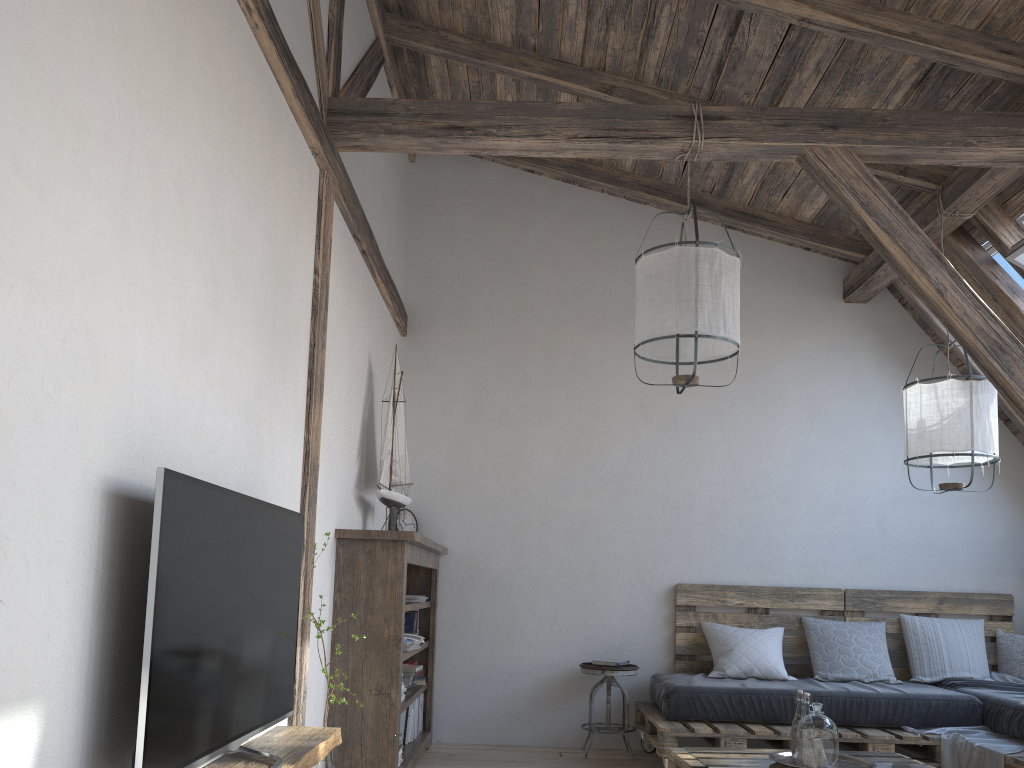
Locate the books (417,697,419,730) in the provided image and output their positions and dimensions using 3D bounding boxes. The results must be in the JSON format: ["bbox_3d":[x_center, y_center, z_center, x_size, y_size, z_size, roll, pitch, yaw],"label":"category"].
[{"bbox_3d":[-0.612,1.885,4.994,0.158,0.216,0.022,2,-6,1],"label":"books"}]

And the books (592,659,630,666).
[{"bbox_3d":[0.575,1.619,5.119,0.150,0.021,0.208,-6,-15,29],"label":"books"}]

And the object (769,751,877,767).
[{"bbox_3d":[1.202,1.471,3.415,0.395,0.021,0.402,-3,-14,20],"label":"object"}]

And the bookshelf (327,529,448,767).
[{"bbox_3d":[-0.599,1.395,4.552,0.348,1.153,1.656,2,-11,1],"label":"bookshelf"}]

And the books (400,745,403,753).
[{"bbox_3d":[-0.642,1.829,4.374,0.173,0.038,0.228,2,-13,1],"label":"books"}]

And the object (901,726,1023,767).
[{"bbox_3d":[2.284,1.812,4.227,0.506,0.272,0.721,5,-13,-14],"label":"object"}]

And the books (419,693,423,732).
[{"bbox_3d":[-0.606,1.924,5.160,0.158,0.216,0.022,2,-6,1],"label":"books"}]

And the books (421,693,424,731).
[{"bbox_3d":[-0.603,1.930,5.188,0.157,0.217,0.036,2,-6,1],"label":"books"}]

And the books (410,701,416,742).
[{"bbox_3d":[-0.614,1.849,4.826,0.157,0.208,0.092,2,-7,1],"label":"books"}]

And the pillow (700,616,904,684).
[{"bbox_3d":[1.673,1.531,5.105,1.129,0.349,0.357,2,-10,1],"label":"pillow"}]

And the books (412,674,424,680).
[{"bbox_3d":[-0.616,1.694,5.098,0.205,0.021,0.153,4,-13,-10],"label":"books"}]

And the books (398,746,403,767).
[{"bbox_3d":[-0.634,1.727,4.040,0.238,0.086,0.323,2,-13,1],"label":"books"}]

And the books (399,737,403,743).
[{"bbox_3d":[-0.639,1.780,4.381,0.157,0.021,0.229,1,-13,2],"label":"books"}]

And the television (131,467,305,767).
[{"bbox_3d":[-0.701,0.636,2.234,0.207,0.692,1.125,2,-11,1],"label":"television"}]

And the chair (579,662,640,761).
[{"bbox_3d":[0.560,1.889,5.111,0.354,0.512,0.360,1,-8,5],"label":"chair"}]

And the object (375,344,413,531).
[{"bbox_3d":[-0.592,0.312,4.572,0.140,0.975,0.804,1,-9,6],"label":"object"}]

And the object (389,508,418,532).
[{"bbox_3d":[-0.657,0.860,5.348,0.082,0.206,0.207,-3,-11,37],"label":"object"}]

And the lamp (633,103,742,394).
[{"bbox_3d":[0.686,-0.518,3.456,0.409,1.066,0.404,-5,-10,42],"label":"lamp"}]

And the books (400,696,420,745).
[{"bbox_3d":[-0.635,1.851,4.905,0.201,0.244,0.419,2,-11,1],"label":"books"}]

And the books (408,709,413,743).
[{"bbox_3d":[-0.616,1.858,4.790,0.139,0.172,0.096,2,-8,1],"label":"books"}]

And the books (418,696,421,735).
[{"bbox_3d":[-0.606,1.895,5.035,0.157,0.216,0.017,2,-6,1],"label":"books"}]

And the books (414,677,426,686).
[{"bbox_3d":[-0.610,1.722,5.102,0.219,0.030,0.165,3,-13,-6],"label":"books"}]

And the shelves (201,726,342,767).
[{"bbox_3d":[-0.675,1.205,2.183,0.331,0.441,1.636,2,-13,1],"label":"shelves"}]

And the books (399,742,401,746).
[{"bbox_3d":[-0.640,1.801,4.379,0.158,0.021,0.229,3,-13,-3],"label":"books"}]

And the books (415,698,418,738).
[{"bbox_3d":[-0.607,1.869,4.924,0.157,0.216,0.017,2,-6,1],"label":"books"}]

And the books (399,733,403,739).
[{"bbox_3d":[-0.652,1.765,4.392,0.173,0.013,0.234,1,-13,4],"label":"books"}]

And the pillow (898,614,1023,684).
[{"bbox_3d":[2.774,1.554,5.119,0.968,0.393,0.393,-2,-10,17],"label":"pillow"}]

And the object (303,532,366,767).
[{"bbox_3d":[-0.663,1.103,3.187,0.276,1.102,0.523,3,-8,-12],"label":"object"}]

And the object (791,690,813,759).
[{"bbox_3d":[1.165,1.367,3.518,0.071,0.263,0.156,2,-8,1],"label":"object"}]

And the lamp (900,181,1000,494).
[{"bbox_3d":[2.067,-0.242,4.171,0.402,1.493,0.411,-4,-9,42],"label":"lamp"}]

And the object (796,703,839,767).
[{"bbox_3d":[1.162,1.339,3.353,0.157,0.243,0.157,7,-10,-30],"label":"object"}]
